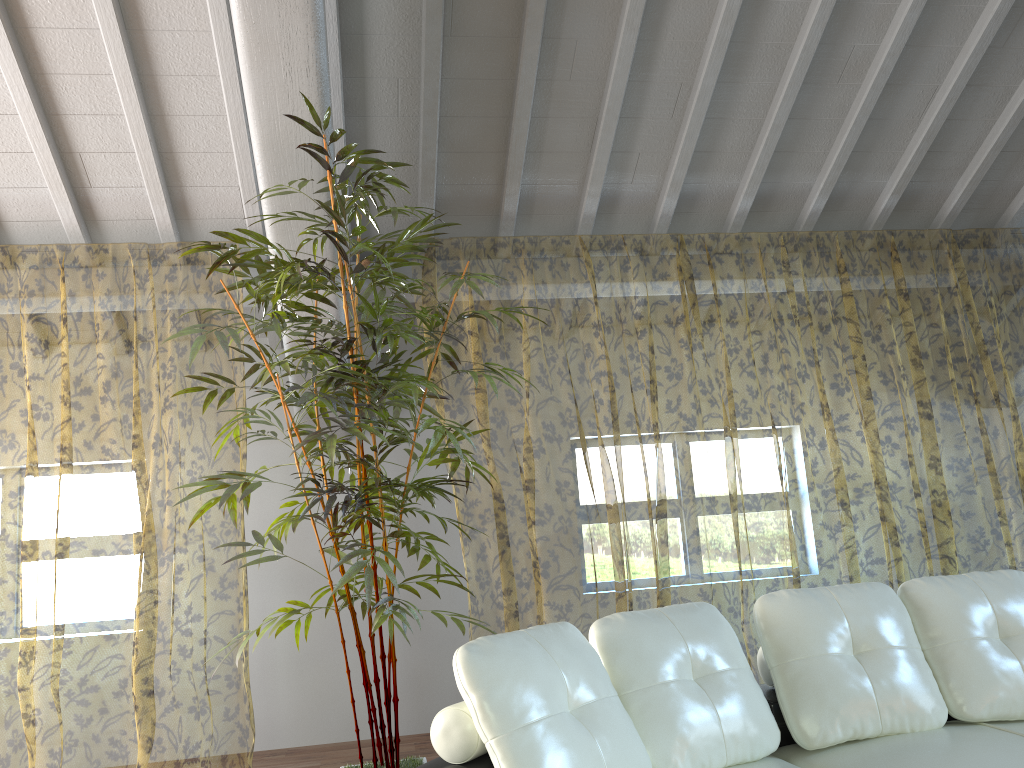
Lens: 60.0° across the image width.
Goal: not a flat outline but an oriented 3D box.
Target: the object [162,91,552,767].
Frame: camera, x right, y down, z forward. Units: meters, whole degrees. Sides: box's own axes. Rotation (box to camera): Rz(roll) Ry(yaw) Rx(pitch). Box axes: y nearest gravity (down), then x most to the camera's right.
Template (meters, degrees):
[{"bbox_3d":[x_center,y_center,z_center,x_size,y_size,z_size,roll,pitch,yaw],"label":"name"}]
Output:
[{"bbox_3d":[-0.515,0.341,3.099,1.399,2.473,1.177,-7,-11,15],"label":"object"}]

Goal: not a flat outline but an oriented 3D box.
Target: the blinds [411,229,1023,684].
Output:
[{"bbox_3d":[1.300,0.438,4.576,3.505,2.546,0.306,-3,-10,-9],"label":"blinds"}]

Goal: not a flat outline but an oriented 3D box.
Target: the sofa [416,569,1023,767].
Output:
[{"bbox_3d":[0.955,0.930,2.211,3.047,0.805,1.359,2,-12,-30],"label":"sofa"}]

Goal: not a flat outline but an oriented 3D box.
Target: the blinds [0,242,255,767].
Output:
[{"bbox_3d":[-2.946,0.627,3.880,3.505,2.546,0.306,-3,-10,-9],"label":"blinds"}]
